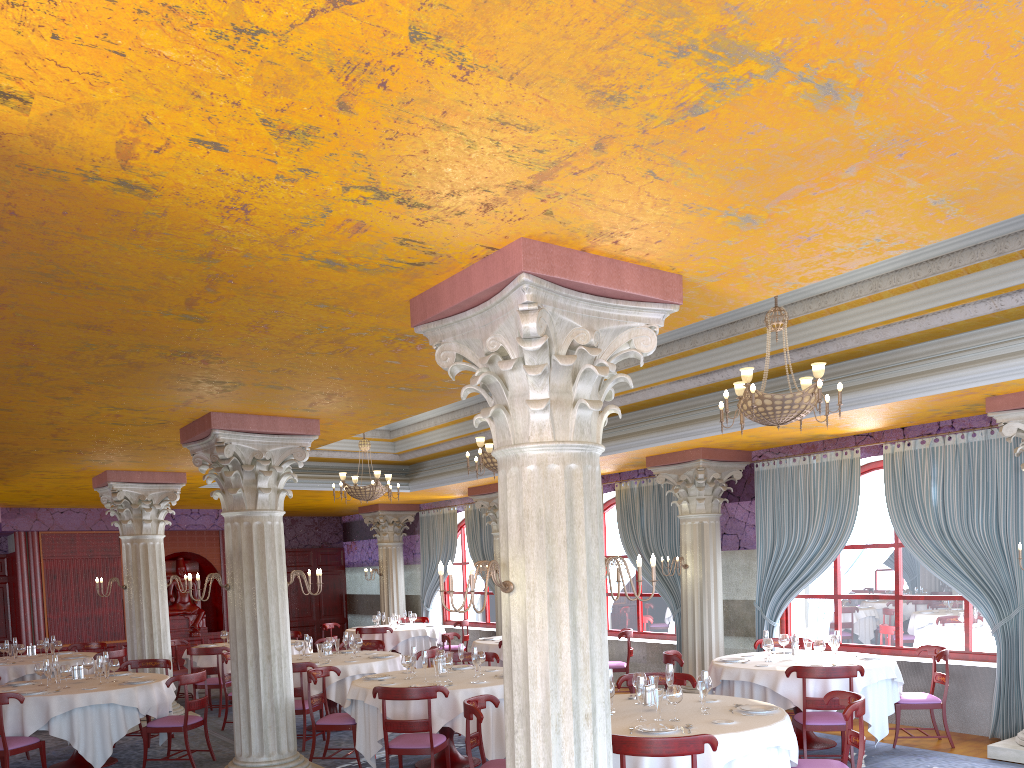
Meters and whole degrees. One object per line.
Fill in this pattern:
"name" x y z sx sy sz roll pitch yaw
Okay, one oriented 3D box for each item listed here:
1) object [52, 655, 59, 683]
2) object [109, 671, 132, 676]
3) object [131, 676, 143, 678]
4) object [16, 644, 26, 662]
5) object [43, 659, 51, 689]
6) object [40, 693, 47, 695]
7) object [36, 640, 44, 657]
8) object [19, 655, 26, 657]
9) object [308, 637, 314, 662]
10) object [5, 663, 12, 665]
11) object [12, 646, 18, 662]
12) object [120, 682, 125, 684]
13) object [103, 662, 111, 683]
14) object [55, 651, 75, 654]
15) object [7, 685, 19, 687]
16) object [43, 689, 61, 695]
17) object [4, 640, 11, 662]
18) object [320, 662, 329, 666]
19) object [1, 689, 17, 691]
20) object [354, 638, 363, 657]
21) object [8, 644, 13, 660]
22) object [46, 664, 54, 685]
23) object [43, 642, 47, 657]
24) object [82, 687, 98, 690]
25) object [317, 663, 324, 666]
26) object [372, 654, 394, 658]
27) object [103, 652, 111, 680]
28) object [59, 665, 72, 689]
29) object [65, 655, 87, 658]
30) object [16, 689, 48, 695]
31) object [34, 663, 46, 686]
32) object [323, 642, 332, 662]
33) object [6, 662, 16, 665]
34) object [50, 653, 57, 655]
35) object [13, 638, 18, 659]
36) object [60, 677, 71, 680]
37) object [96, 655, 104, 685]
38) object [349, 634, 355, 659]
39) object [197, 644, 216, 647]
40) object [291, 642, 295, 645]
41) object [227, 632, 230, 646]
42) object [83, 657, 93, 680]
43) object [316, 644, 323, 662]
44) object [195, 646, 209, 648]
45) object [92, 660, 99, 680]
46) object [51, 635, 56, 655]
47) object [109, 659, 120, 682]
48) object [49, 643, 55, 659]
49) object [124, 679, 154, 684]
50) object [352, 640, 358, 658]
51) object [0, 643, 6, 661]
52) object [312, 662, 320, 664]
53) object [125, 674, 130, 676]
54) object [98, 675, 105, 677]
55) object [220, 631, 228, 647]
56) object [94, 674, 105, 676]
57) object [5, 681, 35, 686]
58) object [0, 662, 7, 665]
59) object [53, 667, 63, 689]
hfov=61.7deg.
"object" -5.397 3.369 10.132 0.074 0.337 0.073 -2 3 0
"object" -4.927 3.631 10.725 0.313 0.024 0.318 6 -14 -35
"object" -4.547 3.554 10.389 0.158 0.009 0.162 1 -12 -15
"object" -7.468 4.094 13.033 0.122 0.265 0.122 -2 1 -22
"object" -5.223 3.254 9.617 0.074 0.337 0.073 -2 3 0
"object" -4.993 3.326 9.219 0.022 0.003 0.258 -4 -12 8
"object" -7.606 4.265 13.819 0.122 0.265 0.122 -2 1 -22
"object" -7.982 4.436 13.963 0.160 0.009 0.160 -10 -14 33
"object" -2.697 3.550 11.460 0.073 0.337 0.074 -5 4 -45
"object" -7.479 4.150 12.683 0.022 0.003 0.258 -4 -12 8
"object" -7.579 4.119 13.070 0.086 0.239 0.085 -1 2 34
"object" -4.492 3.437 9.847 0.029 0.011 0.141 -4 -12 11
"object" -4.693 3.347 9.920 0.085 0.239 0.085 -2 1 -11
"object" -7.412 4.454 14.189 0.313 0.024 0.318 6 -14 -35
"object" -5.802 3.487 9.880 0.257 0.020 0.055 -5 -11 14
"object" -4.955 3.315 9.215 0.055 0.019 0.261 -4 -12 13
"object" -7.709 4.077 13.080 0.074 0.337 0.073 -2 3 0
"object" -2.428 3.611 11.058 0.055 0.019 0.261 -4 -12 13
"object" -5.605 3.416 9.552 0.158 0.009 0.162 1 -12 -15
"object" -2.131 3.652 11.874 0.123 0.265 0.121 -2 1 23
"object" -7.894 4.215 13.471 0.086 0.239 0.085 -1 2 34
"object" -5.408 3.392 10.007 0.086 0.239 0.085 -2 2 12
"object" -7.494 4.267 13.784 0.086 0.239 0.085 -2 2 12
"object" -4.656 3.358 9.441 0.159 0.009 0.160 -7 -13 24
"object" -2.466 3.622 11.062 0.022 0.003 0.258 -4 -12 8
"object" -1.764 3.718 11.691 0.313 0.024 0.318 6 -14 -35
"object" -4.882 3.387 10.305 0.074 0.337 0.073 -2 3 0
"object" -4.982 3.271 9.570 0.122 0.265 0.122 -2 1 -22
"object" -6.776 4.246 13.311 0.313 0.024 0.318 6 -14 -35
"object" -5.167 3.321 9.214 0.313 0.024 0.318 6 -14 -35
"object" -5.444 3.356 9.895 0.122 0.265 0.122 -2 1 -22
"object" -2.456 3.566 11.413 0.121 0.265 0.123 -3 1 -45
"object" -7.441 4.139 12.678 0.055 0.019 0.261 -4 -12 13
"object" -7.586 4.471 14.185 0.022 0.003 0.258 -4 -12 8
"object" -7.883 4.192 13.596 0.074 0.337 0.073 -2 3 0
"object" -5.496 3.612 10.500 0.160 0.009 0.160 -10 -14 33
"object" -4.708 3.271 9.789 0.074 0.337 0.073 -2 3 0
"object" -2.181 3.567 11.633 0.074 0.337 0.073 -2 3 0
"object" -5.211 4.466 14.630 0.313 0.024 0.319 -3 -12 4
"object" -3.698 4.359 14.387 0.313 0.024 0.318 6 -14 -35
"object" -4.816 4.328 14.546 0.085 0.239 0.085 -2 1 -11
"object" -5.120 3.442 10.356 0.122 0.265 0.122 -2 1 -22
"object" -2.567 3.592 11.450 0.085 0.239 0.085 -2 1 -11
"object" -5.210 4.424 14.419 0.257 0.020 0.055 -5 -11 14
"object" -5.008 3.443 10.320 0.086 0.239 0.085 -1 2 34
"object" -7.367 4.210 13.768 0.074 0.337 0.073 -2 3 0
"object" -4.658 3.356 10.031 0.122 0.265 0.122 -2 1 -22
"object" -7.179 4.170 13.384 0.085 0.239 0.085 -2 1 -11
"object" -4.290 3.422 9.848 0.313 0.024 0.318 6 -14 -35
"object" -2.167 3.643 11.764 0.085 0.239 0.085 -2 1 -11
"object" -7.930 4.180 13.358 0.122 0.265 0.122 -2 1 -22
"object" -2.640 3.617 11.058 0.313 0.024 0.318 6 -14 -35
"object" -4.749 3.620 10.674 0.027 0.013 0.236 -3 -12 9
"object" -5.100 3.648 10.721 0.022 0.003 0.258 -4 -12 8
"object" -4.852 4.293 14.434 0.121 0.265 0.123 -3 1 -45
"object" -5.139 3.641 10.725 0.055 0.019 0.261 -4 -12 13
"object" -5.803 3.530 10.091 0.313 0.024 0.318 6 -14 -35
"object" -7.653 4.144 12.678 0.313 0.024 0.318 6 -14 -35
"object" -5.093 3.296 9.607 0.086 0.239 0.085 -1 2 34
